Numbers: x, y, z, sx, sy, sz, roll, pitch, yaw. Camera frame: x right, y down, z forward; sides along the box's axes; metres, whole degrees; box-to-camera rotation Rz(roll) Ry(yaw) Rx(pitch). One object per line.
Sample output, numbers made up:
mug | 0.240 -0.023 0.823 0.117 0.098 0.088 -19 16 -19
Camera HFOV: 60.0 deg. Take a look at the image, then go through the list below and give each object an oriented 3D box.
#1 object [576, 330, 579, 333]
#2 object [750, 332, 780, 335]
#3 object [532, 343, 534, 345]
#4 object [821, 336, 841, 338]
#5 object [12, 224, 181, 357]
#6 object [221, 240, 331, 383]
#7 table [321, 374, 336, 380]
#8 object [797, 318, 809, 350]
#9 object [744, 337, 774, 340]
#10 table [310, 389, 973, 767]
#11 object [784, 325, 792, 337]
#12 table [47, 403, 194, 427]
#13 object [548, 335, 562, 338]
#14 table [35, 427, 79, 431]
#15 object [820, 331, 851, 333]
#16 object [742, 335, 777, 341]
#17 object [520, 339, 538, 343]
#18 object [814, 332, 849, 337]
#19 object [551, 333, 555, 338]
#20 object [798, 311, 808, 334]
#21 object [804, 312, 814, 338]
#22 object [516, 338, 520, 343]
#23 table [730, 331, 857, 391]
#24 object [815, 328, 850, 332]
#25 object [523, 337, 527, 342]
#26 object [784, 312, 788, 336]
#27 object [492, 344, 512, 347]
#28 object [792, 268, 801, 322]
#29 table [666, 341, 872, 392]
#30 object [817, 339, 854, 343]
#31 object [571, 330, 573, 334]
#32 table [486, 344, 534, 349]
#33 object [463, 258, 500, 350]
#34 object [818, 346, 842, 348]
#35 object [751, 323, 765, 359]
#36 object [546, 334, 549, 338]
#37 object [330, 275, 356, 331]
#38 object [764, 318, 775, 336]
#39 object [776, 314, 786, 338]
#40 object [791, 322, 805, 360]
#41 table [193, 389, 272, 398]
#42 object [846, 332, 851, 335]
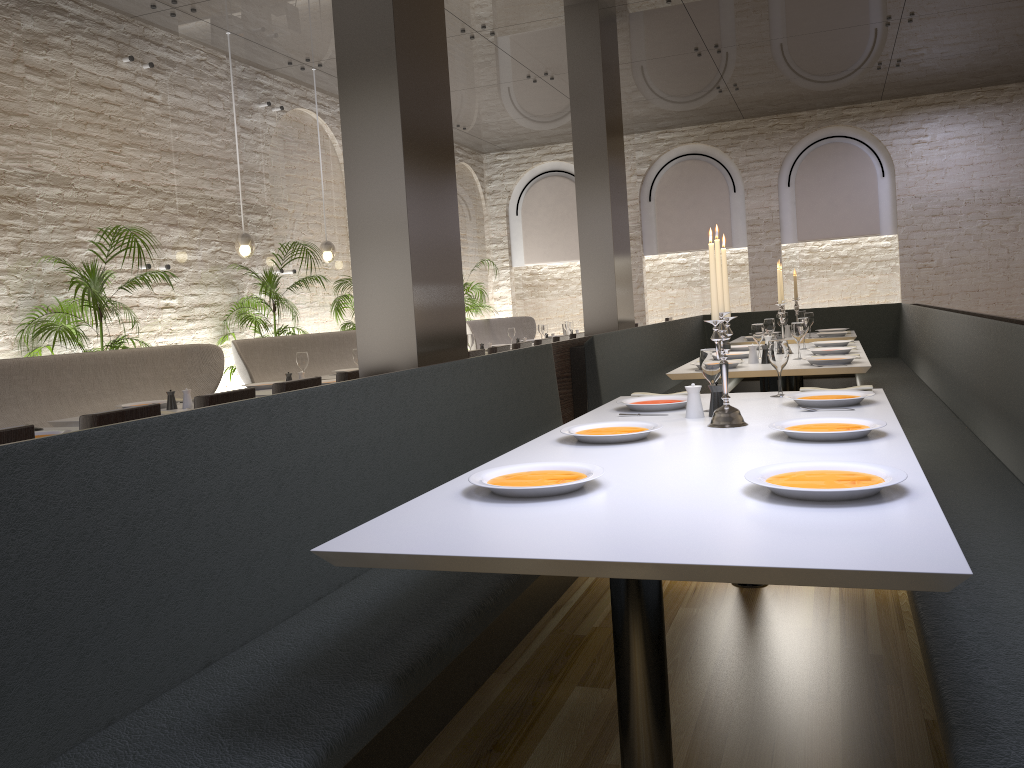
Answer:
object | 0.917 -0.714 12.436 0.059 0.109 0.059 -6 3 -34
object | 2.560 -0.499 8.948 0.321 0.036 0.322 -2 5 16
object | 0.369 -0.462 10.275 0.322 0.036 0.321 -7 5 -32
object | 2.834 -0.421 7.859 0.181 0.015 0.038 -2 5 22
object | -2.954 -0.124 6.378 1.191 1.971 1.145 -6 4 -39
object | -2.234 -0.334 8.359 1.191 1.971 1.145 -6 4 -39
table | -1.030 0.283 7.147 0.935 0.759 1.013 -2 4 20
object | 2.133 -0.368 6.478 0.086 0.230 0.087 -2 3 32
object | 2.376 -0.445 8.522 0.272 0.033 0.143 -2 5 20
table | 0.599 0.541 2.656 1.100 0.758 2.546 -2 5 20
object | 2.620 -0.502 8.421 0.069 0.126 0.069 -5 3 -28
table | -1.814 0.511 4.993 0.935 0.759 1.013 -2 4 20
object | 0.632 -0.666 12.567 0.322 0.036 0.321 -7 5 -32
table | -2.241 0.635 3.819 0.935 0.759 1.013 -2 4 20
object | 3.072 -0.483 8.424 0.272 0.033 0.143 -2 5 20
object | 2.305 -0.425 8.248 0.321 0.036 0.322 -4 5 -4
object | 0.243 -0.553 11.497 0.322 0.036 0.321 -7 5 -32
object | 2.899 -0.446 8.028 0.321 0.036 0.322 -4 5 -4
object | 0.528 -0.601 11.366 0.059 0.109 0.059 -6 3 -34
object | 2.914 -0.617 8.885 0.086 0.230 0.086 -4 3 -10
object | 2.680 -0.527 7.982 0.087 0.230 0.086 -6 3 -34
object | 0.070 -0.484 10.313 0.059 0.109 0.059 -6 3 -34
table | 2.730 -0.078 8.511 1.100 0.758 1.191 -2 4 20
object | 3.154 -0.520 8.728 0.322 0.036 0.322 -6 5 -21
object | 0.151 -0.491 10.331 0.059 0.109 0.059 -6 3 -34
object | 2.693 -0.592 8.767 0.087 0.230 0.086 -6 3 -34
object | -0.134 -0.444 10.462 0.322 0.036 0.321 -7 5 -32
object | 2.721 -0.786 8.481 0.131 0.656 0.391 -2 3 31
table | 1.857 0.176 6.113 1.100 0.758 2.546 -2 5 20
object | 2.536 -0.327 6.951 0.272 0.033 0.143 -2 5 20
object | 0.835 -0.707 12.417 0.059 0.109 0.059 -6 3 -34
table | 0.148 -0.060 10.385 0.935 0.759 1.013 -2 4 20
object | -0.694 -0.778 12.552 1.145 1.971 1.190 -4 3 1
object | 2.324 -0.272 6.456 0.181 0.015 0.038 -2 5 22
object | 1.615 -0.279 5.805 0.086 0.230 0.087 -3 3 20
object | 0.446 -0.594 11.348 0.059 0.109 0.059 -6 3 -34
object | -1.549 -0.533 10.246 1.147 1.971 1.188 -5 3 -29
object | 1.991 -0.388 6.836 0.086 0.230 0.087 -2 3 32
object | 2.538 -0.547 8.340 0.087 0.230 0.086 -6 3 -34
object | 1.793 -0.269 5.543 0.086 0.230 0.086 -5 3 -28
table | -1.427 0.398 6.056 0.935 0.759 1.013 -2 4 20
object | 3.020 -0.468 8.279 0.272 0.033 0.143 -2 5 20
